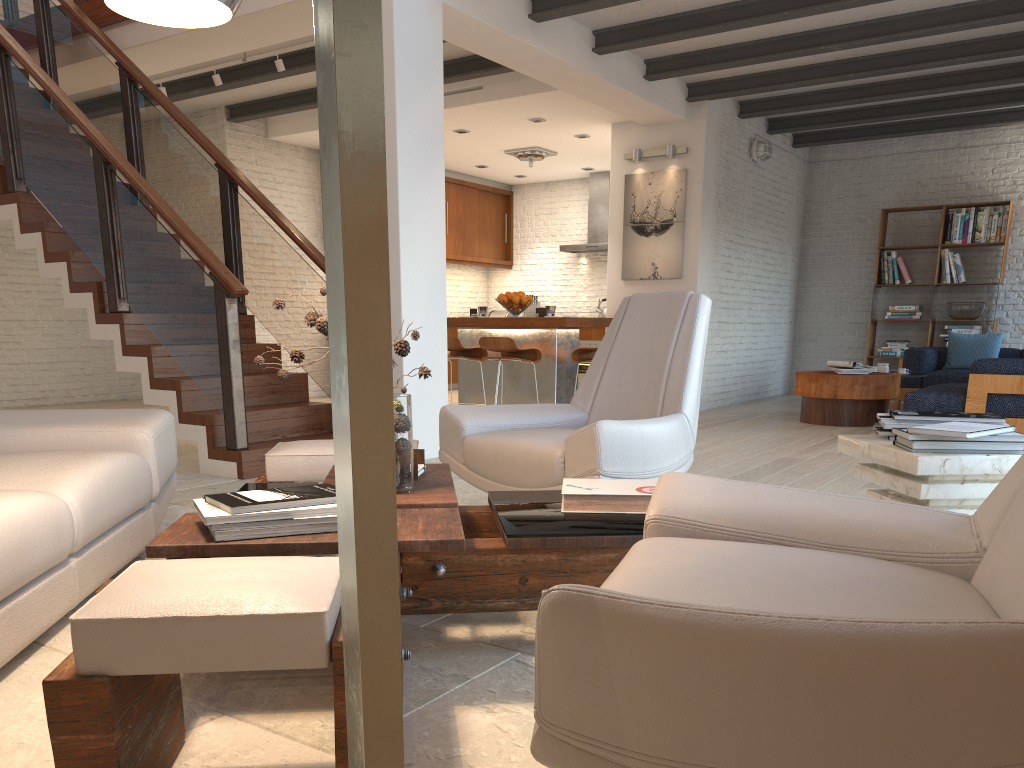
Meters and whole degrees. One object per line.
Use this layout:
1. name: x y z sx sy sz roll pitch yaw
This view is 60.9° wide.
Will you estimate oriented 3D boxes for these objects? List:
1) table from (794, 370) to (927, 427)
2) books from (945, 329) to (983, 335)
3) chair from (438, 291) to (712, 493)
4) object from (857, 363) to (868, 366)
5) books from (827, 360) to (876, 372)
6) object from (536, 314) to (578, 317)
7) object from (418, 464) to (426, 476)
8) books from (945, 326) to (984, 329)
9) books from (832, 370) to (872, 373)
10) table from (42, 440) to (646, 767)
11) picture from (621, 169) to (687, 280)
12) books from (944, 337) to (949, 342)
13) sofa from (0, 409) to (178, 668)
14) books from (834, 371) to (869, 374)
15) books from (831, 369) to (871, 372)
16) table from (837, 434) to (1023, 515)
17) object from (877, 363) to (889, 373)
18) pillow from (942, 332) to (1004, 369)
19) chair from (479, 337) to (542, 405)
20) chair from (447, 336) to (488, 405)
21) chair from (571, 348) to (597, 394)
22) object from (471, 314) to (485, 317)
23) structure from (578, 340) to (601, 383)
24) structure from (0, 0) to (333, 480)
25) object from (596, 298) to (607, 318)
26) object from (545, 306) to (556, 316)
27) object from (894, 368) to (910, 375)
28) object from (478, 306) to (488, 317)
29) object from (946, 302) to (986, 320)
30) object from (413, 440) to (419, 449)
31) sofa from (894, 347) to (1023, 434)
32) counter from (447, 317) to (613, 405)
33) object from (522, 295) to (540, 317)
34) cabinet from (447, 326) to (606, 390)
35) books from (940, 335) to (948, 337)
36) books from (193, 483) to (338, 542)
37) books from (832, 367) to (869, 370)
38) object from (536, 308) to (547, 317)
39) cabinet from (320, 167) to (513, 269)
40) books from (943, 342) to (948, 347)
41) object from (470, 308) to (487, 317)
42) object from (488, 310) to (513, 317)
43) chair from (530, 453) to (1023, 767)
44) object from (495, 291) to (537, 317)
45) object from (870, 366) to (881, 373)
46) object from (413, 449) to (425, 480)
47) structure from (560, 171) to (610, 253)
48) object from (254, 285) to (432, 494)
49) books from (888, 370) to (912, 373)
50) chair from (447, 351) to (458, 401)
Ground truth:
1. table: 3.272 0.101 8.381 1.063 0.461 1.800 5 6 40
2. books: 5.224 -0.601 10.067 0.377 0.066 0.239 2 5 28
3. chair: 0.350 0.126 3.660 0.960 1.049 1.007 -7 12 -39
4. object: 3.610 -0.169 8.818 0.193 0.094 0.182 -3 7 -30
5. books: 3.070 -0.154 7.896 0.272 0.112 0.314 -2 5 -23
6. object: 0.342 -0.569 7.255 0.391 0.036 0.194 3 5 37
7. object: -0.415 0.272 2.854 0.271 0.036 0.242 1 4 6
8. books: 5.218 -0.653 10.053 0.376 0.037 0.239 3 5 34
9. books: 3.056 -0.115 7.852 0.252 0.011 0.309 0 4 3
10. table: -0.077 0.490 2.527 1.970 0.443 2.143 0 4 -5
11. picture: 1.400 -1.564 8.646 0.648 1.049 0.019 7 15 32
12. books: 5.186 -0.519 10.075 0.324 0.057 0.249 2 5 29
13. sofa: -1.817 0.323 2.435 1.143 0.778 2.263 -1 5 -6
14. books: 3.049 -0.104 7.841 0.252 0.011 0.310 1 4 13
15. books: 3.041 -0.125 7.838 0.252 0.011 0.309 0 4 3
16. table: 1.374 0.441 2.799 0.495 0.521 0.479 -1 9 -6
17. object: 3.504 -0.139 8.244 0.106 0.111 0.106 -7 12 -40
18. pillow: 4.918 -0.348 9.295 0.550 0.422 0.218 5 12 32
19. chair: -0.041 0.010 7.090 0.400 0.800 0.412 8 14 33
20. chair: -0.487 -0.011 7.382 0.400 0.800 0.412 8 14 33
21. chair: 0.764 0.006 7.194 0.418 0.800 0.394 8 14 33
22. object: -0.296 -0.598 7.662 0.284 0.036 0.201 3 5 34
23. structure: 1.091 -0.307 11.963 0.663 0.596 0.489 6 11 33
24. structure: -0.980 -1.656 5.969 10.058 4.272 13.587 4 6 34
25. object: 1.283 -1.008 11.636 0.260 0.284 0.257 -6 11 -34
26. object: 0.320 -0.604 7.222 0.090 0.087 0.089 -7 11 -40
27. object: 3.718 -0.117 8.329 0.154 0.059 0.264 3 5 27
28. object: -0.254 -0.630 7.583 0.090 0.087 0.089 5 10 31
29. object: 5.213 -0.834 10.029 0.400 0.208 0.392 -1 6 -14
30. object: -0.354 0.232 2.903 0.091 0.087 0.088 -1 9 -7
31. sofa: 4.360 0.032 7.790 2.060 0.681 3.874 3 5 34
32. counter: 0.415 -0.139 8.177 1.670 0.949 2.448 4 7 34
33. object: 0.278 -1.102 12.660 0.318 0.388 0.065 6 15 32
34. cabinet: 0.141 -1.322 11.259 4.781 2.930 2.192 0 10 -2
35. books: 5.206 -0.558 10.067 0.440 0.021 0.267 3 5 34
36. books: -0.540 0.303 2.088 0.399 0.077 0.244 -2 5 -23
37. books: 3.035 -0.136 7.830 0.252 0.011 0.309 1 4 8
38. object: 0.259 -0.600 7.353 0.094 0.085 0.111 -1 8 -11
39. cabinet: -1.102 -2.192 11.439 0.456 1.200 3.277 9 9 34
40. books: 5.215 -0.457 10.085 0.378 0.066 0.238 2 5 20
41. object: -0.298 -0.626 7.723 0.113 0.085 0.092 5 10 33
42. object: -0.159 -1.011 12.918 0.341 0.164 0.245 4 8 34
43. chair: 0.625 0.278 1.409 0.980 1.031 0.997 3 9 18
44. object: 0.034 -0.681 7.490 0.366 0.229 0.352 0 7 -1
45. object: 3.316 -0.133 8.012 0.146 0.057 0.171 2 5 23
46. object: -0.334 0.254 2.766 0.094 0.085 0.111 1 7 6
47. structure: 1.180 -2.285 11.598 0.975 1.025 0.446 6 13 33
48. object: -0.475 0.004 2.492 0.542 0.627 0.305 1 12 5
49. books: 3.842 -0.126 8.718 0.231 0.023 0.158 0 4 -8
50. chair: -0.649 -0.061 8.117 0.418 0.800 0.394 8 14 33
